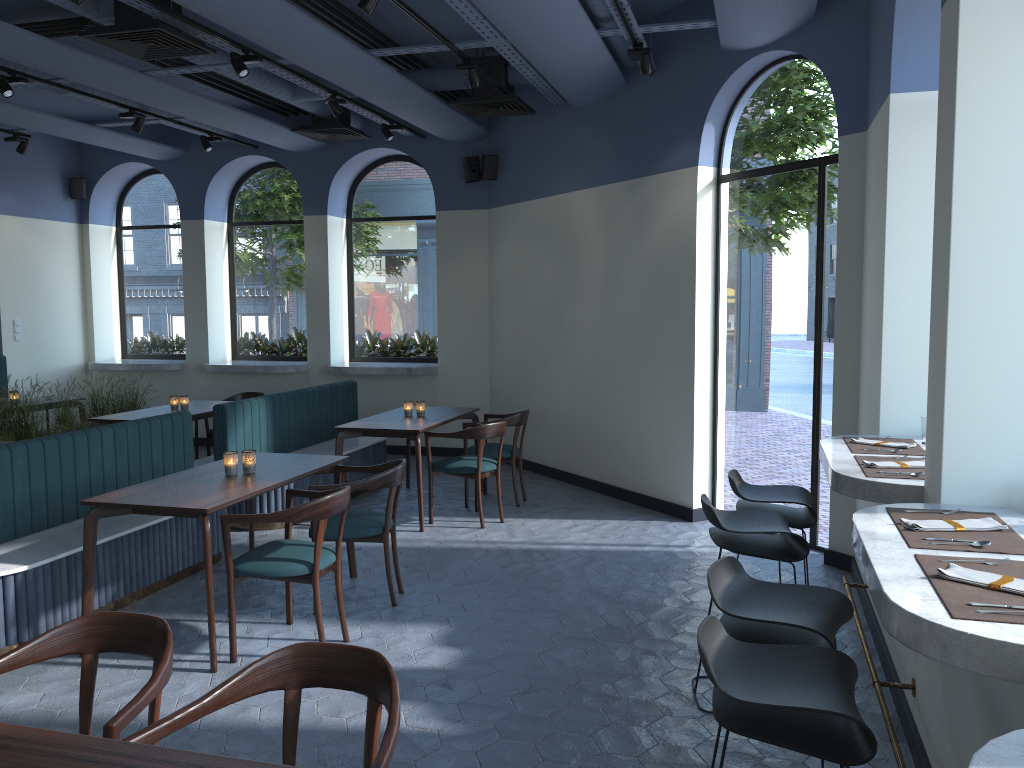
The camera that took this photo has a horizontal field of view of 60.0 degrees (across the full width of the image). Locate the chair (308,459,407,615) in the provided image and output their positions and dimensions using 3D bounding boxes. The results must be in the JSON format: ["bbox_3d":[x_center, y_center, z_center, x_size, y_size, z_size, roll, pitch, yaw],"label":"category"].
[{"bbox_3d":[-0.857,0.832,5.027,0.525,0.793,0.618,0,5,2],"label":"chair"}]

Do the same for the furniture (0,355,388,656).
[{"bbox_3d":[-3.984,0.508,6.841,4.703,1.150,4.800,1,5,16],"label":"furniture"}]

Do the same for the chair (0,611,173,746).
[{"bbox_3d":[-1.157,1.074,2.340,0.618,0.793,0.525,1,5,15],"label":"chair"}]

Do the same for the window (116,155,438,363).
[{"bbox_3d":[-0.399,-1.024,5.632,3.897,2.394,14.212,-3,6,-24],"label":"window"}]

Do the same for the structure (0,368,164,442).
[{"bbox_3d":[-4.312,0.473,6.931,1.143,1.207,4.878,1,5,17],"label":"structure"}]

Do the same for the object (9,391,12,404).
[{"bbox_3d":[-4.757,0.127,8.469,0.078,0.120,0.078,0,5,-1],"label":"object"}]

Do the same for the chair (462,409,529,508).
[{"bbox_3d":[-0.118,0.608,7.485,0.525,0.793,0.618,1,5,15],"label":"chair"}]

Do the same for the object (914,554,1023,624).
[{"bbox_3d":[1.151,0.463,2.065,0.322,0.027,0.497,1,5,16],"label":"object"}]

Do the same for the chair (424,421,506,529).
[{"bbox_3d":[-0.304,0.668,6.827,0.525,0.793,0.618,4,7,40],"label":"chair"}]

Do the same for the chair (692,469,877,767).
[{"bbox_3d":[-1.063,1.041,1.814,3.651,0.949,6.322,1,5,14],"label":"chair"}]

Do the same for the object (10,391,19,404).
[{"bbox_3d":[-4.705,0.134,8.387,0.078,0.120,0.078,0,5,-1],"label":"object"}]

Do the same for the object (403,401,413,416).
[{"bbox_3d":[-0.860,0.203,7.350,0.078,0.120,0.078,3,6,33],"label":"object"}]

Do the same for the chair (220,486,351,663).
[{"bbox_3d":[-1.054,0.895,4.333,0.525,0.793,0.618,1,5,15],"label":"chair"}]

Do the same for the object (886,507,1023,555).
[{"bbox_3d":[1.302,0.414,2.604,0.322,0.027,0.497,1,5,16],"label":"object"}]

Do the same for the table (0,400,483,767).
[{"bbox_3d":[-2.212,0.961,3.871,3.997,0.755,9.778,0,5,-1],"label":"table"}]

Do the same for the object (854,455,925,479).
[{"bbox_3d":[1.578,0.325,3.586,0.322,0.027,0.497,1,5,16],"label":"object"}]

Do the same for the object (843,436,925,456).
[{"bbox_3d":[1.730,0.276,4.126,0.322,0.027,0.497,1,5,16],"label":"object"}]

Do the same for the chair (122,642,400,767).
[{"bbox_3d":[-0.515,1.092,2.097,0.618,0.793,0.525,1,5,15],"label":"chair"}]

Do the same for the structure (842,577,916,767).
[{"bbox_3d":[-0.907,1.444,1.215,6.894,0.250,5.649,-1,5,-13],"label":"structure"}]

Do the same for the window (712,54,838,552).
[{"bbox_3d":[1.869,-0.566,6.186,0.020,3.335,1.298,-3,6,-29],"label":"window"}]

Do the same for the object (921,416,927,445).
[{"bbox_3d":[1.954,0.220,4.149,0.080,0.132,0.080,3,6,31],"label":"object"}]

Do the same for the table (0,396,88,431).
[{"bbox_3d":[-4.730,0.564,8.488,0.548,0.755,1.332,1,5,16],"label":"table"}]

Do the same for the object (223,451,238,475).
[{"bbox_3d":[-1.532,0.432,4.835,0.078,0.120,0.078,0,5,-1],"label":"object"}]

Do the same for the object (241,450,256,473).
[{"bbox_3d":[-1.449,0.427,4.887,0.078,0.120,0.078,0,5,-1],"label":"object"}]

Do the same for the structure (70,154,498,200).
[{"bbox_3d":[-3.677,-1.786,4.262,7.261,0.268,13.143,0,5,-1],"label":"structure"}]

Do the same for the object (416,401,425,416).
[{"bbox_3d":[-0.755,0.204,7.337,0.078,0.120,0.078,3,6,33],"label":"object"}]

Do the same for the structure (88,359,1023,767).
[{"bbox_3d":[-0.587,0.209,5.637,4.315,0.080,14.155,-3,6,-23],"label":"structure"}]

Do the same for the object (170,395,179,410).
[{"bbox_3d":[-3.014,0.165,7.920,0.078,0.120,0.078,3,6,33],"label":"object"}]

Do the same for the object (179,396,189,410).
[{"bbox_3d":[-2.918,0.167,7.898,0.078,0.120,0.078,3,6,33],"label":"object"}]

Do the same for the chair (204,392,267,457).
[{"bbox_3d":[-2.703,0.498,8.882,0.618,0.793,0.525,1,5,15],"label":"chair"}]
